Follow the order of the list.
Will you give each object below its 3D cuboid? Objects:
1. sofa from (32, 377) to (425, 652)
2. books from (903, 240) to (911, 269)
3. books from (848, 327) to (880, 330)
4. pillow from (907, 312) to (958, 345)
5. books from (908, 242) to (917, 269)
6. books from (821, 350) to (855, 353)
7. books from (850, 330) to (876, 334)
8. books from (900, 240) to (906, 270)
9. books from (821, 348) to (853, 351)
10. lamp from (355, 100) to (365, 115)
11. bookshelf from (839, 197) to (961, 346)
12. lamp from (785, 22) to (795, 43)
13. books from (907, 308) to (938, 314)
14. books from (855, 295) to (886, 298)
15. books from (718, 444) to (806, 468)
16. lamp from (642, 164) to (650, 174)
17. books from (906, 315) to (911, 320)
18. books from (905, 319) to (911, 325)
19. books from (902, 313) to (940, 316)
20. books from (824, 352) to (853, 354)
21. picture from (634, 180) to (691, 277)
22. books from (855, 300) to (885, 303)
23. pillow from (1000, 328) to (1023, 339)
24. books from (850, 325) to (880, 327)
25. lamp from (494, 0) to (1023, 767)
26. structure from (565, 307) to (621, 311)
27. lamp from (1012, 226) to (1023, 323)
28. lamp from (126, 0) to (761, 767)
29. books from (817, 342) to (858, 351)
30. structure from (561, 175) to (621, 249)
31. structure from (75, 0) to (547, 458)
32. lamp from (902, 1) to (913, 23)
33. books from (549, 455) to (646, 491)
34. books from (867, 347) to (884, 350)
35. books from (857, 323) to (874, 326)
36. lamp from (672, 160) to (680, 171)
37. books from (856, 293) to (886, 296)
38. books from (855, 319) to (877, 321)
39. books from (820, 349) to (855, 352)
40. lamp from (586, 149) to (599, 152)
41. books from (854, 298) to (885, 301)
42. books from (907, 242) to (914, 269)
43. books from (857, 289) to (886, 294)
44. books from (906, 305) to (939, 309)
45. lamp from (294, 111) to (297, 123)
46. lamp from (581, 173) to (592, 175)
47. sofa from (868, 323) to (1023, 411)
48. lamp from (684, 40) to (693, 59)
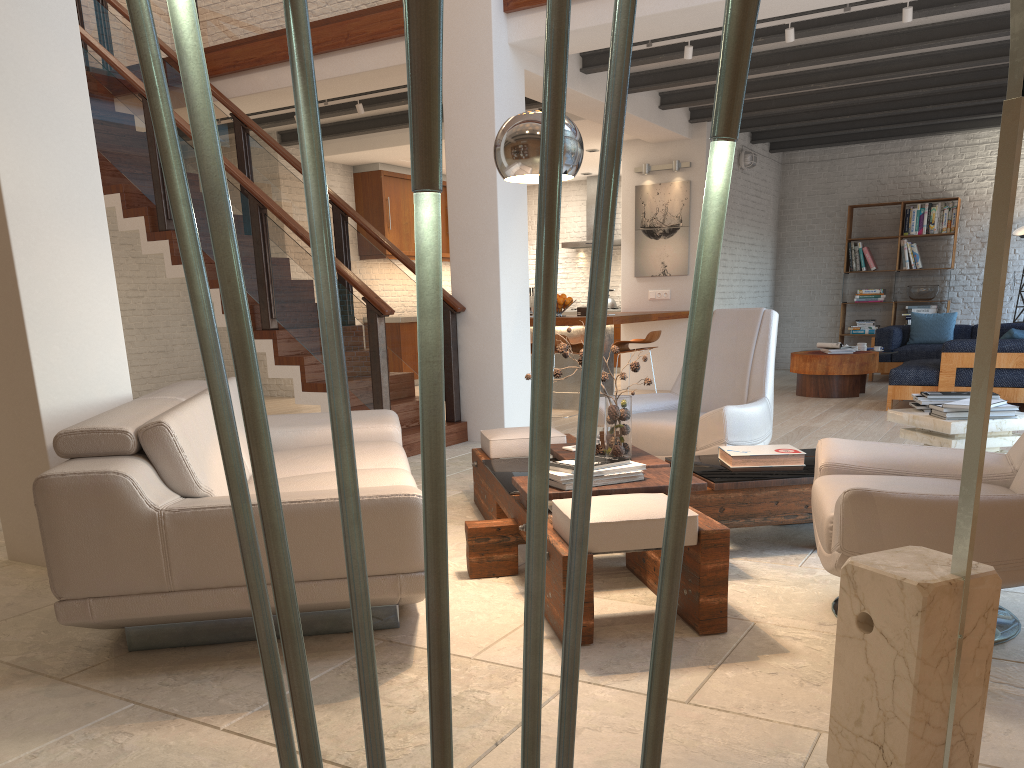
[{"bbox_3d":[-0.991,0.404,3.694,1.142,0.782,2.256,-3,7,-10],"label":"sofa"},{"bbox_3d":[5.242,-1.713,11.559,0.102,0.398,0.236,7,15,30],"label":"books"},{"bbox_3d":[4.868,-0.771,12.052,0.377,0.038,0.238,1,6,30],"label":"books"},{"bbox_3d":[5.240,-0.693,10.868,0.552,0.424,0.216,3,14,29],"label":"pillow"},{"bbox_3d":[5.317,-1.696,11.543,0.123,0.361,0.264,7,14,30],"label":"books"},{"bbox_3d":[3.489,-0.353,9.337,0.252,0.011,0.308,-2,5,0],"label":"books"},{"bbox_3d":[4.883,-0.723,12.047,0.323,0.057,0.249,3,8,40],"label":"books"},{"bbox_3d":[5.221,-1.716,11.597,0.100,0.398,0.236,7,15,30],"label":"books"},{"bbox_3d":[3.469,-0.372,9.313,0.252,0.011,0.308,-1,5,5],"label":"books"},{"bbox_3d":[-1.368,-2.486,7.851,0.060,0.134,0.083,7,15,32],"label":"lamp"},{"bbox_3d":[5.165,-1.274,11.716,1.307,2.284,0.353,5,16,29],"label":"bookshelf"},{"bbox_3d":[1.910,-2.408,5.991,0.060,0.134,0.083,7,15,32],"label":"lamp"},{"bbox_3d":[5.482,-0.977,11.645,0.378,0.067,0.237,1,7,24],"label":"books"},{"bbox_3d":[4.895,-1.192,11.896,0.378,0.038,0.237,1,6,24],"label":"books"},{"bbox_3d":[1.122,0.324,3.935,0.326,0.058,0.246,-2,6,1],"label":"books"},{"bbox_3d":[1.516,-2.431,9.858,0.079,0.108,0.078,-9,14,-31],"label":"lamp"},{"bbox_3d":[5.447,-0.893,11.654,0.325,0.057,0.247,1,6,25],"label":"books"},{"bbox_3d":[5.478,-0.832,11.667,0.379,0.067,0.236,0,6,17],"label":"books"},{"bbox_3d":[5.467,-0.932,11.646,0.442,0.021,0.265,1,6,30],"label":"books"},{"bbox_3d":[3.484,-0.341,9.325,0.252,0.011,0.308,-1,5,10],"label":"books"},{"bbox_3d":[1.717,-1.762,9.995,0.650,1.053,0.019,5,16,29],"label":"picture"},{"bbox_3d":[4.902,-1.128,11.925,0.353,0.021,0.265,1,6,30],"label":"books"},{"bbox_3d":[4.534,-0.337,7.709,0.563,0.341,0.364,-3,10,-9],"label":"pillow"},{"bbox_3d":[4.876,-0.797,12.028,0.378,0.019,0.237,1,6,23],"label":"books"},{"bbox_3d":[0.446,-0.338,2.446,0.317,2.435,1.971,-8,13,-23],"label":"lamp"},{"bbox_3d":[1.270,-1.134,13.217,0.806,0.033,0.574,1,6,30],"label":"structure"},{"bbox_3d":[6.408,-1.029,10.676,0.506,1.914,0.833,-1,13,3],"label":"lamp"},{"bbox_3d":[-0.046,0.127,0.565,0.418,1.888,0.191,-1,15,1],"label":"lamp"},{"bbox_3d":[3.499,-0.393,9.381,0.270,0.113,0.314,-5,7,-27],"label":"books"},{"bbox_3d":[1.269,-2.548,12.896,0.979,1.029,0.443,4,15,29],"label":"structure"},{"bbox_3d":[-0.484,-1.698,7.200,10.089,4.291,13.484,2,7,30],"label":"structure"},{"bbox_3d":[2.553,-2.398,5.625,0.060,0.125,0.083,7,15,32],"label":"lamp"},{"bbox_3d":[0.304,0.343,3.421,0.397,0.077,0.244,-5,7,-27],"label":"books"},{"bbox_3d":[4.215,-0.415,10.241,0.231,0.023,0.157,-3,6,-11],"label":"books"},{"bbox_3d":[4.886,-0.826,12.041,0.204,0.035,0.129,2,7,30],"label":"books"},{"bbox_3d":[1.823,-2.423,9.683,0.079,0.108,0.078,-9,14,-31],"label":"lamp"},{"bbox_3d":[4.903,-1.223,11.906,0.354,0.021,0.264,1,6,29],"label":"books"},{"bbox_3d":[4.880,-0.877,12.015,0.250,0.018,0.158,1,6,30],"label":"books"},{"bbox_3d":[3.475,-0.362,9.322,0.252,0.011,0.308,-2,5,0],"label":"books"},{"bbox_3d":[0.975,-2.841,10.541,0.123,0.057,0.120,2,8,30],"label":"lamp"},{"bbox_3d":[4.890,-1.156,11.917,0.378,0.038,0.237,1,6,25],"label":"books"},{"bbox_3d":[5.293,-1.696,11.546,0.123,0.361,0.264,7,14,30],"label":"books"},{"bbox_3d":[4.908,-1.261,11.889,0.324,0.057,0.248,2,7,32],"label":"books"},{"bbox_3d":[5.474,-1.028,11.630,0.377,0.038,0.238,1,6,30],"label":"books"},{"bbox_3d":[-2.012,-2.501,8.216,0.060,0.134,0.083,7,15,32],"label":"lamp"},{"bbox_3d":[1.067,-3.025,12.473,0.123,0.057,0.120,2,8,30],"label":"lamp"},{"bbox_3d":[4.802,-0.253,9.352,2.066,0.684,3.844,2,7,31],"label":"sofa"},{"bbox_3d":[1.284,-2.422,6.343,0.059,0.134,0.083,-2,12,0],"label":"lamp"}]
